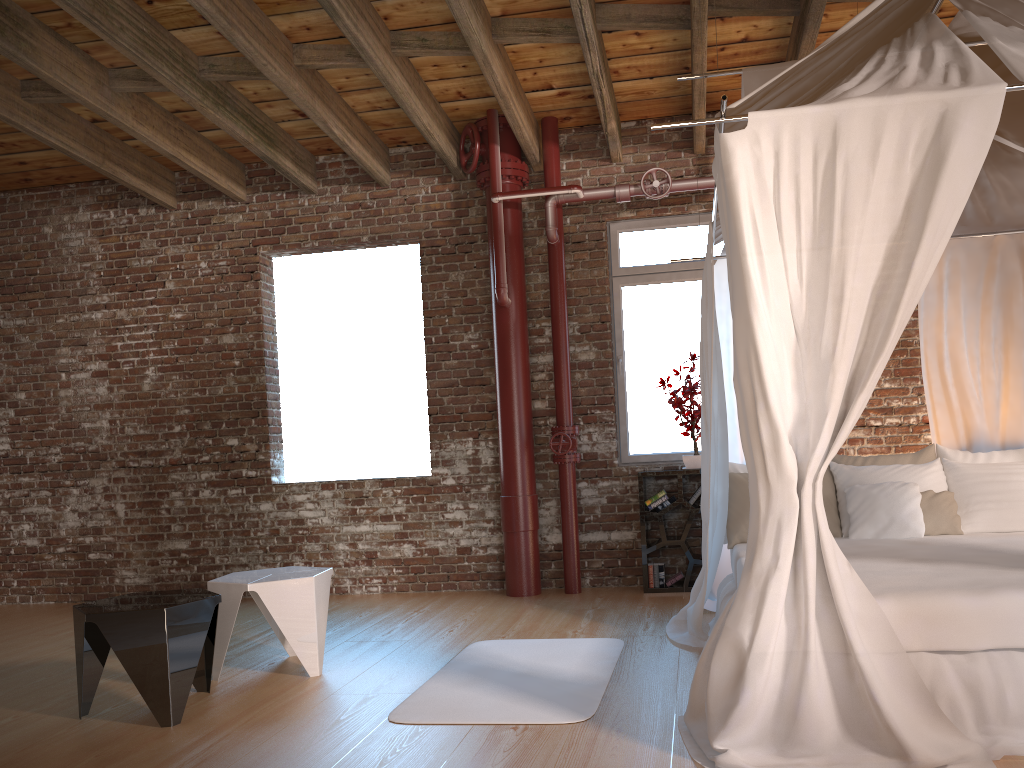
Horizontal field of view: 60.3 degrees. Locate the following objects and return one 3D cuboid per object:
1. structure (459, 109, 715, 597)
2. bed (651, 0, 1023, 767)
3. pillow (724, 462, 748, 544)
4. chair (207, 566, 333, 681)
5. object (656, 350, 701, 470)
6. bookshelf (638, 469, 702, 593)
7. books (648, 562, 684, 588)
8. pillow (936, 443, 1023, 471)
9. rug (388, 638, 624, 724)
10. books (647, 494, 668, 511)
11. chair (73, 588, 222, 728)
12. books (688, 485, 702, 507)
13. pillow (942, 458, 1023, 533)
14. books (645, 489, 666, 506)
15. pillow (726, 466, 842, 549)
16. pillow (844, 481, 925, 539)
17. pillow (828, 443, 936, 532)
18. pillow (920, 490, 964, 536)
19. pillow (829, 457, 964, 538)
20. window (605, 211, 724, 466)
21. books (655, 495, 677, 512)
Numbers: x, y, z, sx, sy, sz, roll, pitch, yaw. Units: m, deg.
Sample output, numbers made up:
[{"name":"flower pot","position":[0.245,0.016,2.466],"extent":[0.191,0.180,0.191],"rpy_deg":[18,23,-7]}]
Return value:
[{"name":"structure","position":[0.645,-0.259,6.169],"extent":[1.961,3.468,0.586],"rpy_deg":[-3,1,9]},{"name":"bed","position":[1.794,-0.690,3.857],"extent":[2.449,3.886,2.719],"rpy_deg":[-3,-1,10]},{"name":"pillow","position":[1.500,0.645,4.992],"extent":[0.620,0.493,0.203],"rpy_deg":[-4,0,10]},{"name":"chair","position":[-1.204,1.210,4.475],"extent":[0.627,0.490,0.526],"rpy_deg":[-2,-2,-26]},{"name":"object","position":[1.231,0.180,6.200],"extent":[0.409,0.841,0.402],"rpy_deg":[-3,0,6]},{"name":"bookshelf","position":[1.340,1.018,6.217],"extent":[0.839,0.846,0.298],"rpy_deg":[-3,0,9]},{"name":"books","position":[1.085,1.341,6.194],"extent":[0.245,0.160,0.136],"rpy_deg":[-4,-1,10]},{"name":"pillow","position":[2.646,0.558,4.816],"extent":[0.619,0.499,0.211],"rpy_deg":[-3,0,9]},{"name":"rug","position":[0.045,1.351,4.115],"extent":[0.843,0.007,1.464],"rpy_deg":[-4,-4,12]},{"name":"books","position":[1.024,0.831,6.192],"extent":[0.151,0.109,0.136],"rpy_deg":[-4,-2,10]},{"name":"chair","position":[-1.572,1.184,3.839],"extent":[0.547,0.490,0.603],"rpy_deg":[-2,-3,-36]},{"name":"books","position":[1.346,0.776,6.139],"extent":[0.239,0.166,0.136],"rpy_deg":[-4,-1,10]},{"name":"pillow","position":[2.610,0.591,4.622],"extent":[0.616,0.433,0.298],"rpy_deg":[-4,-1,10]},{"name":"books","position":[1.009,0.796,6.193],"extent":[0.151,0.109,0.136],"rpy_deg":[-4,-2,10]},{"name":"pillow","position":[1.461,0.669,4.799],"extent":[0.602,0.415,0.364],"rpy_deg":[-3,-1,7]},{"name":"pillow","position":[1.917,0.654,4.551],"extent":[0.376,0.291,0.220],"rpy_deg":[-4,-1,19]},{"name":"pillow","position":[2.065,0.592,4.909],"extent":[0.620,0.495,0.212],"rpy_deg":[-3,0,9]},{"name":"pillow","position":[2.160,0.664,4.548],"extent":[0.283,0.234,0.165],"rpy_deg":[-3,-1,8]},{"name":"pillow","position":[2.029,0.594,4.708],"extent":[0.601,0.403,0.355],"rpy_deg":[-3,-1,7]},{"name":"window","position":[1.364,-0.337,6.432],"extent":[1.319,1.851,0.170],"rpy_deg":[-3,1,9]},{"name":"books","position":[1.080,0.839,6.183],"extent":[0.154,0.114,0.136],"rpy_deg":[-4,-2,10]}]
